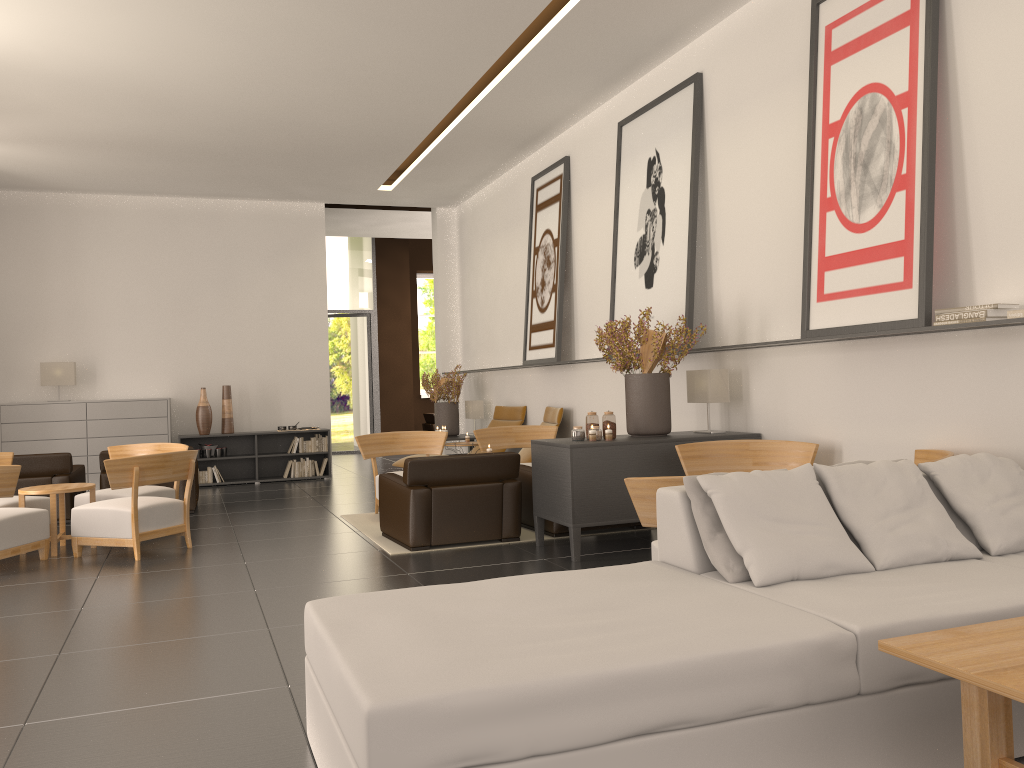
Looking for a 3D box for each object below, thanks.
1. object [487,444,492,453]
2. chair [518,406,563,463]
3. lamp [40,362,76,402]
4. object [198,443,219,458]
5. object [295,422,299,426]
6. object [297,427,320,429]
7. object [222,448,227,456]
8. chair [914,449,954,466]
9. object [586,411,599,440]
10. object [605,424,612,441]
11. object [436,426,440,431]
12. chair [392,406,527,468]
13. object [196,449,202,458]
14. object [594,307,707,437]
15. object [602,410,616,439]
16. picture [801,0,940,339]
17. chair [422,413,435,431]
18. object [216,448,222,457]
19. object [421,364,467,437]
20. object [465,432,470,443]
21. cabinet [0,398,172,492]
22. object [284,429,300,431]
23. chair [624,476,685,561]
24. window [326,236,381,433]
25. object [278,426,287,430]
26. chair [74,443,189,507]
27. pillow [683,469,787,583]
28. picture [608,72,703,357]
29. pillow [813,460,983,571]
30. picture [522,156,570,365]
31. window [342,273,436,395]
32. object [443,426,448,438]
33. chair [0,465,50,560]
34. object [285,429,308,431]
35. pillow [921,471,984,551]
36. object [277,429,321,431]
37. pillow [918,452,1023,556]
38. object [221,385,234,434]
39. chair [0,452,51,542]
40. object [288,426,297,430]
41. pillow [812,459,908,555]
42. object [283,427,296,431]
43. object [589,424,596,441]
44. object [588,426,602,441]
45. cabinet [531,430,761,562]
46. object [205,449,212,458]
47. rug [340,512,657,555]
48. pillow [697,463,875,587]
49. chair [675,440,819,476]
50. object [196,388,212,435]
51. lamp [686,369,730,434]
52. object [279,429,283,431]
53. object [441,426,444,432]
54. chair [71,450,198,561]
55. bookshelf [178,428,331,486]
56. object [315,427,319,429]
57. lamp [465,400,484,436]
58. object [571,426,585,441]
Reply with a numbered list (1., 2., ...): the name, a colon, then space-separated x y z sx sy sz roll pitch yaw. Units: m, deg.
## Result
1. object: -0.321 0.947 12.620 0.076 0.187 0.076 -2 -1 19
2. chair: -0.353 1.185 15.399 2.421 1.487 1.299 -2 -1 -10
3. lamp: -9.227 -0.041 18.047 0.619 0.796 0.309 -2 -1 -20
4. object: -6.402 1.390 18.705 0.413 0.310 0.142 -2 -1 -6
5. object: -4.791 0.911 19.542 0.086 0.152 0.261 -3 -1 38
6. object: -4.465 0.976 19.458 0.405 0.034 0.293 -2 0 27
7. object: -6.117 1.447 18.834 0.135 0.179 0.136 -2 -1 -14
8. chair: 3.052 1.182 7.355 1.150 1.227 1.452 -2 -1 25
9. object: 0.921 0.470 10.151 0.157 0.325 0.157 -1 -1 -28
10. object: 1.069 0.533 9.804 0.080 0.187 0.080 -2 -1 -11
11. object: -1.564 1.011 18.655 0.108 0.254 0.108 -3 -1 34
12. chair: -0.992 1.210 17.141 2.421 1.486 1.299 -2 -1 -30
13. object: -6.548 1.460 18.506 0.135 0.179 0.136 -2 -1 -19
14. object: 1.802 -0.172 10.501 1.422 1.554 1.436 -2 -1 -8
15. object: 1.108 0.463 10.101 0.157 0.325 0.157 -2 -1 17
16. picture: 3.305 -2.214 8.289 0.384 3.495 1.599 -1 -1 -20
17. chair: -2.062 1.474 29.122 1.500 1.076 1.537 -2 -1 -20
18. object: -6.149 1.447 18.603 0.135 0.179 0.136 -3 -1 40
19. object: -1.492 0.359 19.244 0.927 1.554 1.586 -2 -1 8
20. object: -0.811 0.972 16.151 0.080 0.187 0.080 -3 -1 34
21. cabinet: -8.584 1.275 18.044 3.081 1.877 1.039 -2 -1 -20
22. object: -4.736 0.995 19.164 0.515 0.015 0.014 -2 -1 -28
23. chair: 1.570 1.230 6.580 1.452 1.227 1.150 -2 -1 5
24. window: -8.956 -1.431 25.367 10.310 7.384 0.100 -2 -1 -20
25. object: -5.036 0.970 19.422 0.188 0.082 0.188 -2 0 30
26. chair: -5.309 1.476 12.420 1.451 1.227 1.151 -2 -1 20
27. pillow: 1.527 0.820 5.275 0.919 0.577 0.549 -2 -1 -20
28. picture: 1.906 -2.157 12.098 0.384 3.495 2.192 -1 -1 -20
29. pillow: 2.335 0.774 5.424 0.802 0.595 0.595 -2 -1 -20
30. picture: 0.589 -2.104 15.684 0.384 3.495 1.599 -1 -1 -20
31. window: -1.781 -3.498 21.720 99.135 20.590 48.602 -2 0 -20
32. object: -1.398 1.005 18.612 0.104 0.254 0.104 -3 -1 30
33. chair: -6.077 1.497 10.095 1.452 1.227 1.150 -2 -1 5
34. object: -4.658 0.992 19.151 0.515 0.015 0.014 -2 -1 -22
35. pillow: 3.166 0.805 5.894 0.918 0.510 0.615 -2 -1 -18
36. object: -4.661 1.001 19.350 0.894 0.003 0.671 -2 0 -18
37. pillow: 3.144 0.754 5.731 0.797 0.580 0.625 -2 -1 -19
38. object: -6.077 0.543 18.919 0.262 1.025 0.262 -2 -1 -17
39. chair: -6.827 1.525 11.576 1.150 1.227 1.452 -2 -1 15
40. object: -4.824 0.964 19.495 0.188 0.082 0.188 -2 0 -6
41. pillow: 2.350 0.792 5.575 0.919 0.592 0.557 -2 -1 -20
42. object: -4.823 0.975 19.228 0.292 0.058 0.086 -2 0 -33
43. object: 0.892 0.539 9.820 0.076 0.187 0.076 -2 -1 -4
44. object: 0.932 0.553 9.947 0.157 0.158 0.157 -3 -1 43
45. cabinet: 1.560 1.232 10.286 2.400 1.240 1.119 -2 -1 -20
46. object: -6.335 1.453 18.505 0.135 0.179 0.136 -2 -1 -19
47. rug: -0.119 1.909 12.480 4.001 0.010 3.556 -2 0 -20
48. pillow: 1.572 0.797 5.143 0.802 0.599 0.585 -2 -1 -21
49. chair: 2.337 1.210 8.904 1.451 1.227 1.151 -2 -1 20
50. object: -6.444 0.571 18.547 0.326 0.992 0.327 -2 -1 3
51. lamp: 2.342 0.208 10.593 0.257 0.758 0.514 -2 -1 -20
52. object: -4.998 0.990 19.211 0.112 0.040 0.034 -2 -1 24
53. object: -1.458 1.008 18.722 0.104 0.254 0.104 -3 -1 30
54. chair: -4.594 1.448 10.871 1.150 1.227 1.452 -2 -1 25
55. bookshelf: -5.503 1.575 19.033 3.081 1.079 0.740 -2 -1 -20
56. object: -4.259 0.965 19.292 0.112 0.040 0.034 -2 -1 -31
57. lamp: -0.811 0.737 19.231 0.257 0.756 0.514 -2 -1 -20
58. object: 0.744 0.559 9.996 0.157 0.158 0.157 -3 -1 43
